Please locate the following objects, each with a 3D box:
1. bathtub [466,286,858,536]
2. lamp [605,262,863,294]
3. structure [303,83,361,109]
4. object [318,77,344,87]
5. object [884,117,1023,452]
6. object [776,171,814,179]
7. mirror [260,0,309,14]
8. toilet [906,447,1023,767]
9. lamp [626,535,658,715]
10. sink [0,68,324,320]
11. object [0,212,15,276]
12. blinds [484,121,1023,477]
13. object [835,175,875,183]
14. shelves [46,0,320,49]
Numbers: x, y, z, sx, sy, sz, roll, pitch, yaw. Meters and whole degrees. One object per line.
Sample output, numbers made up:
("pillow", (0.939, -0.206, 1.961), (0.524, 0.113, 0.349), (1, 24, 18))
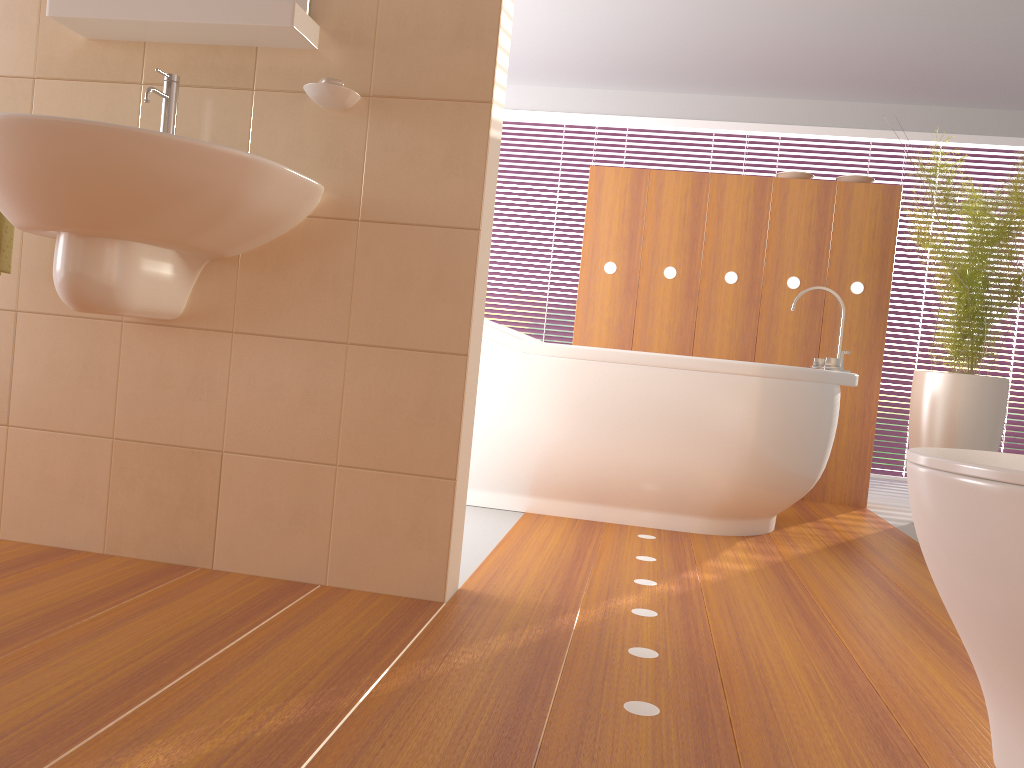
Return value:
("bathtub", (0.331, 0.010, 3.389), (1.874, 0.900, 0.888), (6, 2, 9))
("lamp", (1.013, -0.491, 4.098), (1.169, 0.052, 0.001), (6, 2, 9))
("structure", (-0.389, -0.609, 1.876), (0.117, 0.029, 0.092), (6, 2, 9))
("object", (-0.385, -0.630, 1.876), (0.050, 0.023, 0.075), (5, 2, -27))
("object", (1.940, -0.170, 3.585), (0.683, 1.557, 1.335), (7, 3, 41))
("object", (1.329, -0.959, 4.173), (0.173, 0.046, 0.173), (6, 2, 9))
("mirror", (-0.651, -1.207, 1.936), (0.502, 0.799, 0.008), (6, 2, 9))
("toilet", (0.733, 0.307, 1.050), (0.534, 0.400, 0.375), (6, 2, 9))
("lamp", (-1.322, 0.362, 1.686), (3.173, 0.001, 2.893), (6, 2, 9))
("sink", (-0.769, -0.392, 1.717), (0.683, 0.516, 0.539), (6, 2, 9))
("object", (-1.117, -0.388, 1.869), (0.085, 0.306, 0.181), (7, 2, 25))
("blinds", (0.905, -0.600, 5.643), (4.712, 2.022, 0.032), (6, 2, 9))
("object", (1.596, -0.932, 4.132), (0.173, 0.046, 0.173), (6, 2, 9))
("shelves", (-0.701, -0.776, 1.900), (0.554, 0.050, 0.138), (6, 2, 9))
